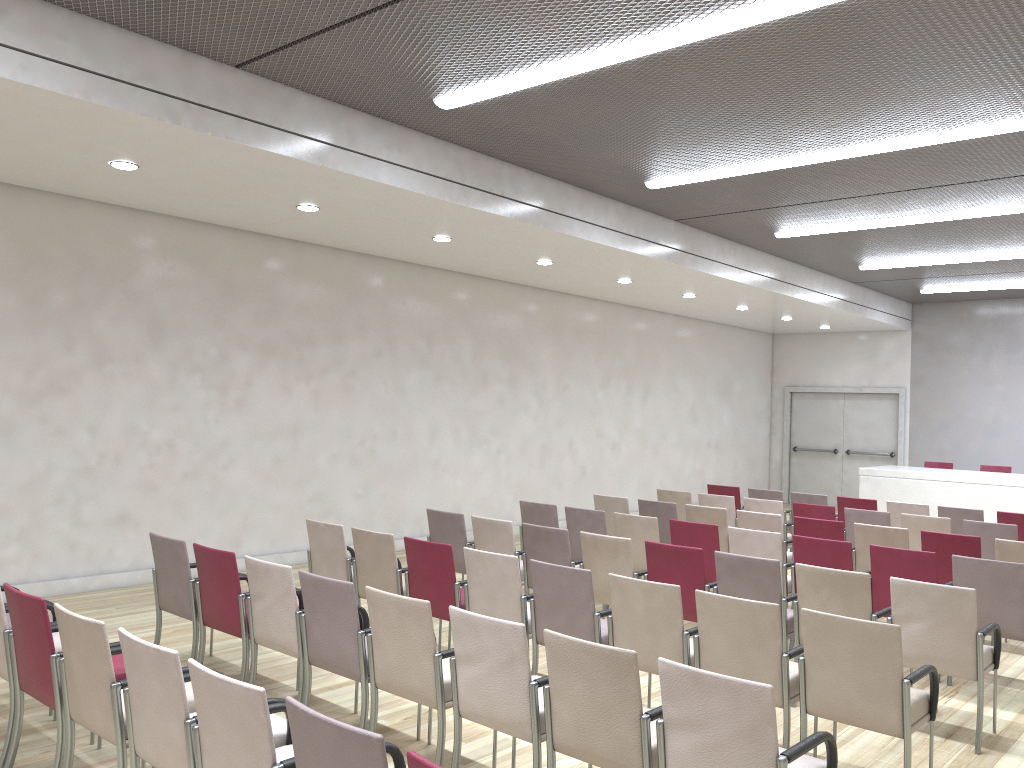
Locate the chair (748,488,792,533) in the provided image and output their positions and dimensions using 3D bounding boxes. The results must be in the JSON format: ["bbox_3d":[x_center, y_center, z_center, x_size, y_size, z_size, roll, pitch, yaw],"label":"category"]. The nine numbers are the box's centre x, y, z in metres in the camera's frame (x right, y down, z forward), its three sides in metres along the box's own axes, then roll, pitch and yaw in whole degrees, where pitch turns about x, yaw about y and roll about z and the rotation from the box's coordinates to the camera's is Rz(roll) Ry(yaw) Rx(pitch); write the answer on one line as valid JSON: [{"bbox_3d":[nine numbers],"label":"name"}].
[{"bbox_3d":[3.255,1.740,10.996,0.513,0.890,0.640,1,-2,41],"label":"chair"}]

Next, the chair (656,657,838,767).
[{"bbox_3d":[0.876,1.452,3.285,0.513,0.890,0.640,1,-2,42],"label":"chair"}]

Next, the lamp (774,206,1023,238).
[{"bbox_3d":[4.481,-1.787,9.723,3.304,0.045,0.198,1,-2,41],"label":"lamp"}]

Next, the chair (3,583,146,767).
[{"bbox_3d":[-2.001,1.375,4.155,0.513,0.890,0.640,1,-2,41],"label":"chair"}]

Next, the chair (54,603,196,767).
[{"bbox_3d":[-1.584,1.380,3.799,0.513,0.890,0.640,1,-2,41],"label":"chair"}]

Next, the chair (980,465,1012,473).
[{"bbox_3d":[7.576,1.744,14.022,0.513,0.890,0.640,1,-2,41],"label":"chair"}]

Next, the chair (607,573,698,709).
[{"bbox_3d":[0.872,1.496,4.932,0.513,0.890,0.640,1,-2,41],"label":"chair"}]

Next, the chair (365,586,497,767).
[{"bbox_3d":[-0.368,1.437,4.366,0.513,0.890,0.640,1,-2,41],"label":"chair"}]

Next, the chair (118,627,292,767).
[{"bbox_3d":[-1.156,1.385,3.439,0.513,0.890,0.640,1,-2,42],"label":"chair"}]

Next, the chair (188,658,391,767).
[{"bbox_3d":[-0.756,1.390,3.075,0.513,0.890,0.640,1,-2,41],"label":"chair"}]

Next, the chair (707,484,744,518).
[{"bbox_3d":[2.832,1.735,11.365,0.513,0.890,0.640,1,-2,41],"label":"chair"}]

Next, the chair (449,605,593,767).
[{"bbox_3d":[0.065,1.443,3.999,0.513,0.890,0.640,1,-2,42],"label":"chair"}]

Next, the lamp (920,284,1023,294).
[{"bbox_3d":[8.203,-1.544,13.979,3.304,0.045,0.198,1,-2,41],"label":"lamp"}]

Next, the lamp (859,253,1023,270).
[{"bbox_3d":[6.327,-1.667,11.834,3.304,0.045,0.198,1,-2,41],"label":"lamp"}]

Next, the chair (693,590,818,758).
[{"bbox_3d":[1.271,1.500,4.561,0.513,0.890,0.640,1,-2,40],"label":"chair"}]

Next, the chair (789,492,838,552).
[{"bbox_3d":[3.671,1.745,10.647,0.513,0.890,0.640,1,-2,42],"label":"chair"}]

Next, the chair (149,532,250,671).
[{"bbox_3d":[-2.007,1.419,5.812,0.513,0.890,0.640,1,-2,42],"label":"chair"}]

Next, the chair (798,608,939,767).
[{"bbox_3d":[1.696,1.505,4.211,0.513,0.890,0.640,1,-2,41],"label":"chair"}]

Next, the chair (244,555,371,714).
[{"bbox_3d":[-1.173,1.429,5.089,0.513,0.890,0.640,1,-2,41],"label":"chair"}]

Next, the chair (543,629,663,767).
[{"bbox_3d":[0.472,1.448,3.644,0.513,0.890,0.640,1,-2,42],"label":"chair"}]

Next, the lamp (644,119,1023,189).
[{"bbox_3d":[2.585,-1.911,7.556,3.304,0.045,0.198,1,-2,41],"label":"lamp"}]

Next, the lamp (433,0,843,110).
[{"bbox_3d":[0.730,-2.032,5.434,3.304,0.045,0.198,1,-2,41],"label":"lamp"}]

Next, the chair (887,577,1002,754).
[{"bbox_3d":[2.500,1.558,5.128,0.513,0.890,0.640,1,-2,40],"label":"chair"}]

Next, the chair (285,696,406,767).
[{"bbox_3d":[-0.335,1.395,2.721,0.513,0.890,0.640,1,-2,42],"label":"chair"}]

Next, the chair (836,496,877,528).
[{"bbox_3d":[4.084,1.750,10.274,0.513,0.890,0.640,1,-2,41],"label":"chair"}]

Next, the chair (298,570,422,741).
[{"bbox_3d":[-0.777,1.433,4.719,0.513,0.890,0.640,1,-2,41],"label":"chair"}]

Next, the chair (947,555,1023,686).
[{"bbox_3d":[3.312,1.611,6.051,0.513,0.890,0.640,1,-2,41],"label":"chair"}]

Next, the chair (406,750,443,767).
[{"bbox_3d":[0.074,1.399,2.339,0.513,0.890,0.640,1,-2,41],"label":"chair"}]

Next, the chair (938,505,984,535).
[{"bbox_3d":[4.902,1.759,9.551,0.513,0.890,0.640,1,-2,42],"label":"chair"}]

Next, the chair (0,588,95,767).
[{"bbox_3d":[-2.408,1.370,4.515,0.513,0.890,0.640,1,-2,41],"label":"chair"}]

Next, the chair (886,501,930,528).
[{"bbox_3d":[4.505,1.755,9.911,0.513,0.890,0.640,1,-2,42],"label":"chair"}]

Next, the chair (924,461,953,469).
[{"bbox_3d":[6.930,1.737,14.587,0.513,0.890,0.640,1,-2,41],"label":"chair"}]

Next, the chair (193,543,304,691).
[{"bbox_3d":[-1.594,1.424,5.452,0.513,0.890,0.640,1,-2,41],"label":"chair"}]

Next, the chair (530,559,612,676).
[{"bbox_3d":[0.450,1.490,5.286,0.513,0.890,0.640,1,-2,42],"label":"chair"}]

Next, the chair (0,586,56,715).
[{"bbox_3d":[-2.816,1.366,4.892,0.513,0.890,0.640,1,-2,41],"label":"chair"}]
